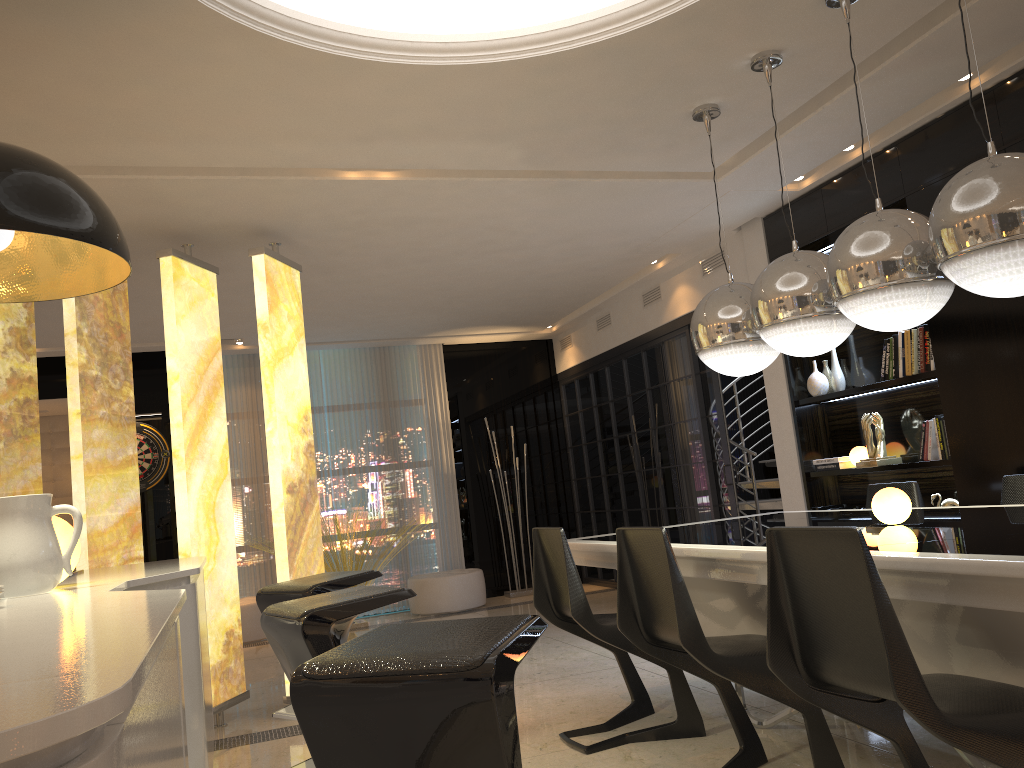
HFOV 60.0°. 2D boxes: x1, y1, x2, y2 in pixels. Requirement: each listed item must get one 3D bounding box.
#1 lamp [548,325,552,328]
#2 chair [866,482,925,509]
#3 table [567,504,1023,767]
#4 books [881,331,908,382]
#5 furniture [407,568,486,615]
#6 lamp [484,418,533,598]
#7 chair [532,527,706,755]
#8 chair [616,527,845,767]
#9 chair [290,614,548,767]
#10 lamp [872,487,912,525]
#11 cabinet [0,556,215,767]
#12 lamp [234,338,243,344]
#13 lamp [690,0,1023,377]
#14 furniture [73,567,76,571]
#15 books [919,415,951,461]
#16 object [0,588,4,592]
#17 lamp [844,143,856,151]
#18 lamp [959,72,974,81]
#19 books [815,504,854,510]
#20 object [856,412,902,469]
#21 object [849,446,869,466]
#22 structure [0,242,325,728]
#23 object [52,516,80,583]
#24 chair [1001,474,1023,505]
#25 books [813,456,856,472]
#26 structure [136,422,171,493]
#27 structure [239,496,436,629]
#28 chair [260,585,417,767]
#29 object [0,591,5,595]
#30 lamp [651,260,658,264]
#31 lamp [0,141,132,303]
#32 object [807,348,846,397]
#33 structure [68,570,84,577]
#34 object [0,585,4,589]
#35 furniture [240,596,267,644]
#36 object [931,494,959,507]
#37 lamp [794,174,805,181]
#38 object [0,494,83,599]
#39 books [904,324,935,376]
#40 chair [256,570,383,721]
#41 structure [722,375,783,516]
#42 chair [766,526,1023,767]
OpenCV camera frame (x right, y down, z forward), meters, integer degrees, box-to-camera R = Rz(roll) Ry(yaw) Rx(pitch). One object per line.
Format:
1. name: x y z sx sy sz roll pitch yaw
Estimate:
1. lamp: 0.363 -0.644 9.139 0.107 0.127 0.107 -1 -9 -37
2. chair: 1.637 0.909 4.093 0.496 0.858 0.523 -4 -7 -19
3. table: 1.296 0.863 3.025 1.293 0.759 3.031 -4 -7 -19
4. books: 2.181 -0.156 4.932 0.207 0.256 0.245 -4 -8 -20
5. furniture: -0.617 1.954 8.390 0.735 0.357 0.735 -13 -10 43
6. lamp: -0.002 1.226 8.966 0.418 1.801 0.200 -4 -7 -19
7. chair: 0.403 0.988 3.612 0.496 0.858 0.523 -4 -7 -19
8. chair: 0.663 0.859 2.814 0.496 0.858 0.523 -4 -7 -19
9. chair: -0.107 0.806 1.424 0.380 0.789 0.380 -8 -7 14
10. lamp: 1.282 0.412 2.995 0.125 0.125 0.125 -11 -8 32
11. cabinet: -1.274 0.973 2.094 1.046 0.887 3.752 -4 -7 -19
12. lamp: -2.521 -0.433 8.216 0.107 0.127 0.107 -6 -7 0
13. lamp: 1.161 -0.747 3.269 0.408 1.226 1.827 -4 -7 -19
14. furniture: -4.596 2.149 8.177 1.312 0.810 1.107 -4 -7 -19
15. books: 2.292 0.280 4.687 0.182 0.232 0.284 -4 -7 -16
16. object: -1.205 0.461 1.841 0.264 0.033 0.264 -12 -9 40
17. lamp: 1.828 -1.345 4.861 0.107 0.127 0.107 -1 -9 -37
18. lamp: 2.076 -1.469 4.097 0.107 0.127 0.107 -1 -9 -37
19. books: 2.051 0.888 5.497 0.210 0.270 0.236 -4 -7 -19
20. object: 2.098 0.320 5.128 0.177 0.311 0.177 -4 -7 -19
21. object: 2.076 0.432 5.280 0.125 0.125 0.125 -9 -8 21
22. structure: -2.081 0.528 4.562 2.180 2.555 0.448 -4 -7 -19
23. object: -1.348 0.478 2.526 0.213 0.214 0.212 -11 -8 32
24. chair: 1.884 0.786 3.335 0.496 0.858 0.523 -4 -7 -19
25. books: 2.031 0.489 5.483 0.209 0.073 0.266 -5 -7 -15
26. structure: -3.496 0.679 8.162 0.669 0.669 0.048 -4 -7 -19
27. structure: -1.458 1.583 7.838 1.282 1.142 1.275 -10 -8 27
28. chair: -0.451 0.962 2.355 0.380 0.789 0.380 -1 -9 -36
29. object: -1.204 0.467 1.840 0.264 0.033 0.264 -12 -9 40
30. lamp: 1.086 -1.004 6.912 0.107 0.127 0.107 -1 -9 -37
31. lamp: -1.421 -0.737 2.355 0.710 0.898 0.710 -5 -7 -8
32. object: 1.935 -0.121 5.548 0.210 0.395 0.180 -4 -7 -15
33. structure: -1.864 0.713 3.169 0.502 0.026 0.811 -4 -7 -19
34. object: -1.206 0.455 1.842 0.264 0.033 0.264 -12 -9 40
35. furniture: -2.417 2.094 7.880 0.735 0.357 0.735 -4 -7 -17
36. object: 2.332 0.737 4.723 0.092 0.310 0.193 -7 -7 5
37. lamp: 1.691 -1.277 5.283 0.107 0.127 0.107 -1 -9 -37
38. object: -1.266 0.422 2.321 0.183 0.254 0.211 -11 -8 33
39. books: 2.245 -0.191 4.736 0.212 0.261 0.252 -4 -7 -19
40. chair: -0.668 1.086 3.151 0.380 0.789 0.380 -12 -9 39
41. structure: 2.354 -0.272 8.587 1.964 4.134 3.425 -4 -7 -19
42. chair: 0.927 0.727 1.999 0.496 0.858 0.523 -4 -7 -19
